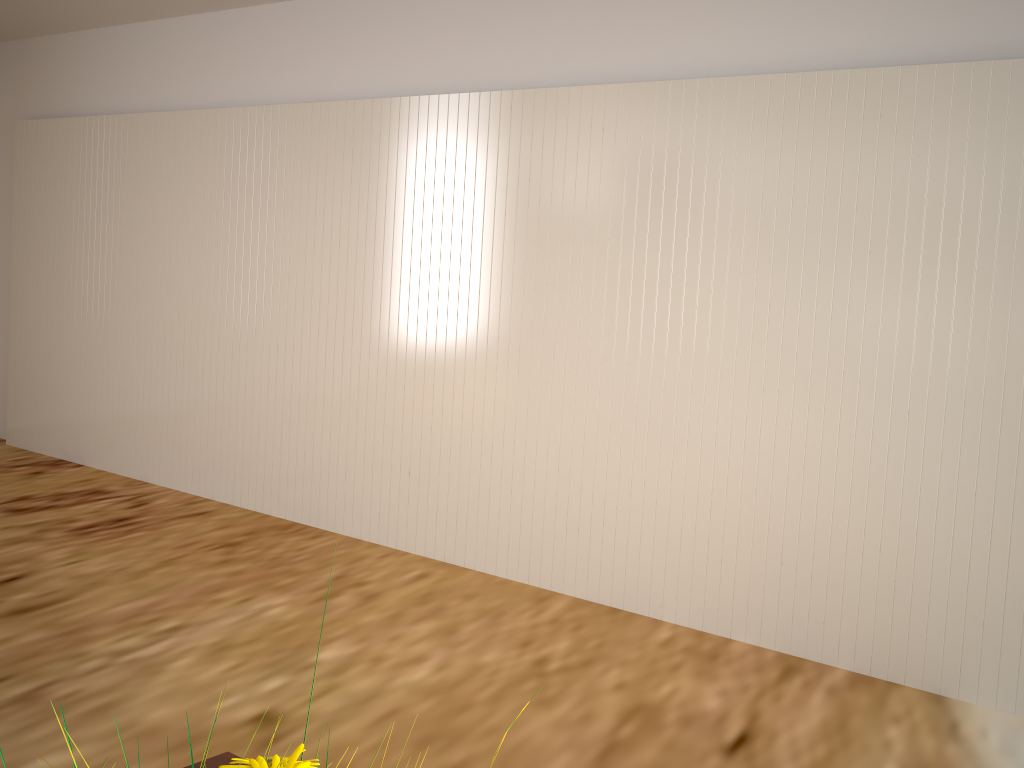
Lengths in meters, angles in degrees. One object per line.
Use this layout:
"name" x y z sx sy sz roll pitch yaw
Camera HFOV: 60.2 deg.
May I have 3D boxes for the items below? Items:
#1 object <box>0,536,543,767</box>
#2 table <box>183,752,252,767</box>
"object" -0.124 0.289 0.424 0.299 0.336 0.319 5 6 22
"table" 0.189 0.756 0.160 1.684 0.555 0.737 7 7 30
